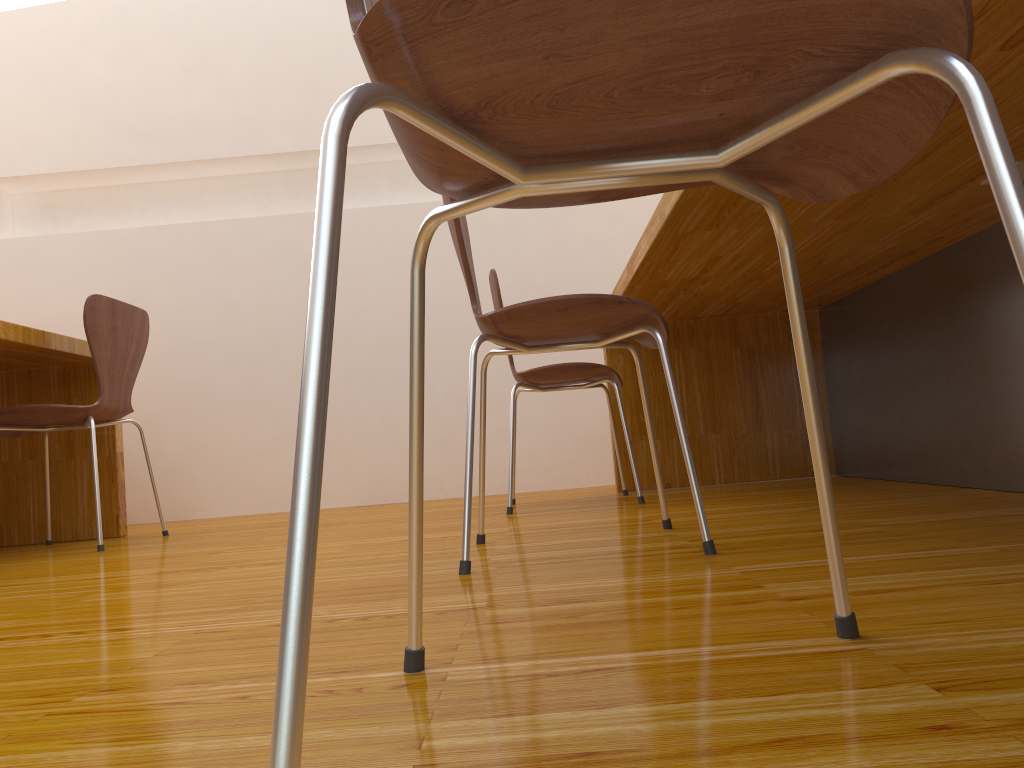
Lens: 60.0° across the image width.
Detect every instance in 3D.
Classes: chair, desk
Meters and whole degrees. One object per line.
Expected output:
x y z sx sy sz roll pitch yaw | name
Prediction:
0.149 0.013 2.641 0.381 0.693 0.428 -5 -4 1 | chair
-1.267 0.125 2.530 0.381 0.693 0.428 -5 -4 1 | chair
0.086 -0.063 1.526 0.381 0.693 0.428 -5 -4 1 | chair
0.065 -0.132 0.557 0.381 0.693 0.428 -5 -4 1 | chair
1.060 -0.021 1.442 1.527 0.785 3.243 -5 -4 1 | desk
-1.928 -0.084 1.282 1.248 1.022 3.216 -5 -4 1 | desk
